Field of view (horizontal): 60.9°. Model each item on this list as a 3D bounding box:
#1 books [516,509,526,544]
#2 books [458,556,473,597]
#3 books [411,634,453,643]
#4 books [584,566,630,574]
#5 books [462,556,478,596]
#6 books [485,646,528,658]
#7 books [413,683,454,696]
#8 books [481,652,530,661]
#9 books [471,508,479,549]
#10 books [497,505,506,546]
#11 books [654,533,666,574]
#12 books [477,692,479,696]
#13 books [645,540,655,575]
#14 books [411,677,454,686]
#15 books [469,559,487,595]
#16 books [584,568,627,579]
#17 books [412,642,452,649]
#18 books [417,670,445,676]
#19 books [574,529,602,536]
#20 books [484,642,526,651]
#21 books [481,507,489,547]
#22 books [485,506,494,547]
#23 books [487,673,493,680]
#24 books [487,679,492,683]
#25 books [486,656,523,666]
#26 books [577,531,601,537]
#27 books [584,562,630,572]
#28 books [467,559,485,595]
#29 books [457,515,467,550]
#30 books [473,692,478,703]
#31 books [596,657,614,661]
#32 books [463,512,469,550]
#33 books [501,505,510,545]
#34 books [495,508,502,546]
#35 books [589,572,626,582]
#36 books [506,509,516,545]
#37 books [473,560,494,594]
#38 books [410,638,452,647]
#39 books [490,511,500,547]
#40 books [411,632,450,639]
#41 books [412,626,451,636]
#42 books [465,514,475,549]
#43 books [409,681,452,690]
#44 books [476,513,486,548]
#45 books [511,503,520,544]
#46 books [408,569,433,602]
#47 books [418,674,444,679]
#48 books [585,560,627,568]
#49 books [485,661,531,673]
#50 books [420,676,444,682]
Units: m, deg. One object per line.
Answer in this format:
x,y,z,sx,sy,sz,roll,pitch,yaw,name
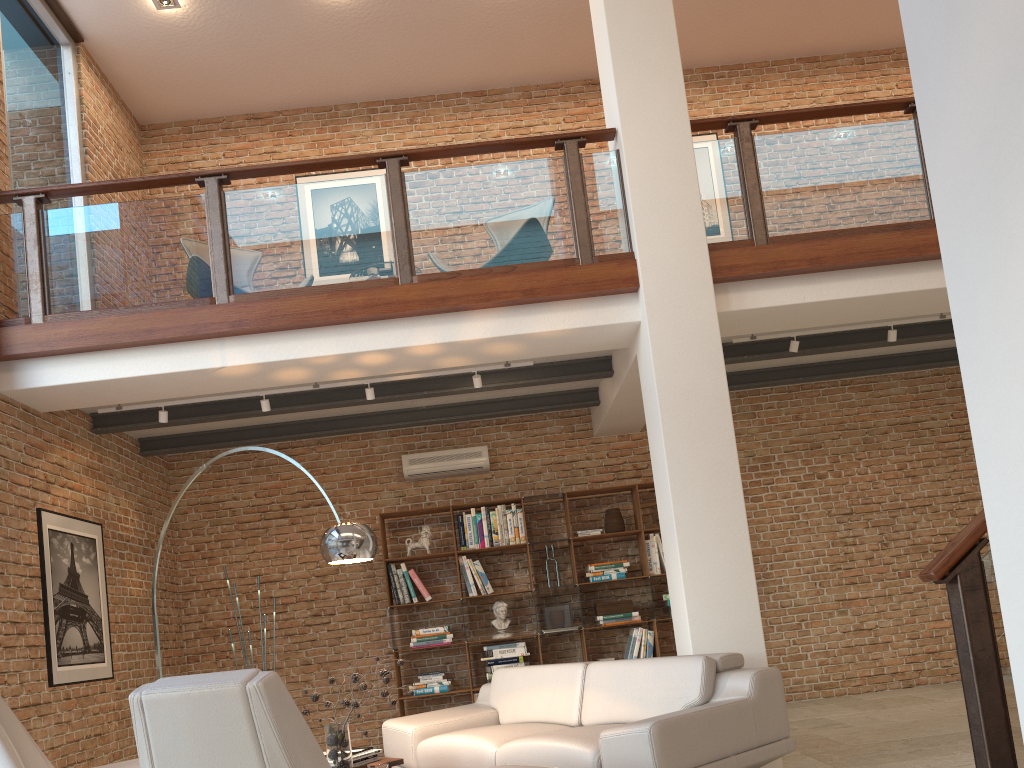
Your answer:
0.085,1.344,8.145,0.055,0.320,0.262,-7,-9,-3,books
-0.426,1.794,8.091,0.101,0.373,0.250,-7,-8,-3,books
-0.737,2.334,8.002,0.379,0.035,0.253,-5,-15,-8,books
0.878,1.731,8.095,0.379,0.018,0.253,-4,-16,-9,books
-0.388,1.784,8.068,0.103,0.373,0.250,-7,-8,-3,books
-0.059,2.463,8.024,0.379,0.062,0.253,-5,-15,-8,books
-0.717,2.792,7.969,0.328,0.054,0.262,-9,-15,8,books
-0.062,2.500,8.002,0.444,0.020,0.281,-6,-15,-2,books
-0.341,1.359,8.115,0.036,0.373,0.250,-7,-8,-3,books
-0.098,1.337,8.140,0.036,0.373,0.250,-7,-8,-3,books
1.386,1.591,8.141,0.101,0.373,0.250,-7,-8,-3,books
-0.275,3.007,7.971,0.036,0.373,0.250,-7,-8,-3,books
1.259,1.626,8.113,0.055,0.320,0.262,-7,-9,-3,books
-0.731,2.721,7.974,0.379,0.018,0.253,-4,-16,-9,books
-0.312,1.797,8.088,0.124,0.339,0.280,-7,-9,-3,books
0.865,1.762,8.102,0.379,0.035,0.252,-6,-15,-2,books
-0.731,2.401,8.009,0.355,0.020,0.281,-6,-15,-2,books
-0.738,2.648,7.991,0.252,0.016,0.167,-6,-15,-2,books
0.702,1.375,8.081,0.236,0.018,0.177,-4,-15,-9,books
-0.069,2.413,8.024,0.379,0.035,0.252,-6,-15,-2,books
-0.247,1.347,8.112,0.036,0.373,0.250,-7,-8,-3,books
-0.211,1.346,8.123,0.036,0.373,0.250,-7,-8,-3,books
-0.044,2.658,8.003,0.362,0.054,0.292,-7,-15,0,books
-0.036,2.710,7.978,0.379,0.062,0.253,-5,-15,-7,books
-0.074,2.536,7.986,0.326,0.054,0.264,-5,-15,-7,books
0.711,1.398,8.072,0.206,0.033,0.137,-6,-15,-2,books
0.876,1.702,8.089,0.379,0.035,0.253,-5,-15,-8,books
-0.333,1.796,8.078,0.124,0.339,0.280,-7,-9,-3,books
-0.461,1.403,8.124,0.055,0.320,0.262,-7,-9,-3,books
-0.311,3.007,7.954,0.036,0.373,0.250,-7,-8,-3,books
0.861,2.548,8.040,0.132,0.033,0.213,-5,-15,-7,books
-0.425,1.385,8.125,0.021,0.349,0.279,-7,-9,-3,books
-0.061,1.329,8.127,0.036,0.373,0.250,-7,-8,-3,books
-0.125,1.349,8.124,0.021,0.349,0.279,-7,-9,-3,books
0.891,1.802,8.090,0.328,0.054,0.262,-9,-15,8,books
-0.011,1.349,8.120,0.055,0.320,0.262,-7,-9,-3,books
-0.263,1.796,8.074,0.158,0.320,0.262,-7,-9,-2,books
-0.743,2.372,8.005,0.379,0.035,0.253,-5,-15,-7,books
-0.161,1.363,8.107,0.055,0.320,0.262,-7,-9,-3,books
-0.742,2.312,8.024,0.355,0.020,0.281,-6,-15,-3,books
-0.739,2.273,8.026,0.326,0.054,0.263,-7,-15,0,books
-0.384,1.390,8.107,0.055,0.320,0.262,-7,-9,-3,books
-0.743,2.752,7.981,0.379,0.035,0.252,-6,-15,-2,books
-0.291,1.384,8.128,0.055,0.320,0.262,-7,-9,-3,books
0.033,1.319,8.130,0.036,0.373,0.250,-7,-8,-3,books
-0.844,1.871,8.082,0.195,0.310,0.262,-7,-9,-2,books
-0.744,2.680,8.009,0.236,0.018,0.177,-4,-15,-9,books
0.870,1.680,8.111,0.355,0.020,0.281,-6,-15,-3,books
-0.040,2.594,7.993,0.378,0.062,0.253,-3,-15,-15,books
-0.736,2.703,8.000,0.206,0.033,0.137,-6,-15,-2,books
